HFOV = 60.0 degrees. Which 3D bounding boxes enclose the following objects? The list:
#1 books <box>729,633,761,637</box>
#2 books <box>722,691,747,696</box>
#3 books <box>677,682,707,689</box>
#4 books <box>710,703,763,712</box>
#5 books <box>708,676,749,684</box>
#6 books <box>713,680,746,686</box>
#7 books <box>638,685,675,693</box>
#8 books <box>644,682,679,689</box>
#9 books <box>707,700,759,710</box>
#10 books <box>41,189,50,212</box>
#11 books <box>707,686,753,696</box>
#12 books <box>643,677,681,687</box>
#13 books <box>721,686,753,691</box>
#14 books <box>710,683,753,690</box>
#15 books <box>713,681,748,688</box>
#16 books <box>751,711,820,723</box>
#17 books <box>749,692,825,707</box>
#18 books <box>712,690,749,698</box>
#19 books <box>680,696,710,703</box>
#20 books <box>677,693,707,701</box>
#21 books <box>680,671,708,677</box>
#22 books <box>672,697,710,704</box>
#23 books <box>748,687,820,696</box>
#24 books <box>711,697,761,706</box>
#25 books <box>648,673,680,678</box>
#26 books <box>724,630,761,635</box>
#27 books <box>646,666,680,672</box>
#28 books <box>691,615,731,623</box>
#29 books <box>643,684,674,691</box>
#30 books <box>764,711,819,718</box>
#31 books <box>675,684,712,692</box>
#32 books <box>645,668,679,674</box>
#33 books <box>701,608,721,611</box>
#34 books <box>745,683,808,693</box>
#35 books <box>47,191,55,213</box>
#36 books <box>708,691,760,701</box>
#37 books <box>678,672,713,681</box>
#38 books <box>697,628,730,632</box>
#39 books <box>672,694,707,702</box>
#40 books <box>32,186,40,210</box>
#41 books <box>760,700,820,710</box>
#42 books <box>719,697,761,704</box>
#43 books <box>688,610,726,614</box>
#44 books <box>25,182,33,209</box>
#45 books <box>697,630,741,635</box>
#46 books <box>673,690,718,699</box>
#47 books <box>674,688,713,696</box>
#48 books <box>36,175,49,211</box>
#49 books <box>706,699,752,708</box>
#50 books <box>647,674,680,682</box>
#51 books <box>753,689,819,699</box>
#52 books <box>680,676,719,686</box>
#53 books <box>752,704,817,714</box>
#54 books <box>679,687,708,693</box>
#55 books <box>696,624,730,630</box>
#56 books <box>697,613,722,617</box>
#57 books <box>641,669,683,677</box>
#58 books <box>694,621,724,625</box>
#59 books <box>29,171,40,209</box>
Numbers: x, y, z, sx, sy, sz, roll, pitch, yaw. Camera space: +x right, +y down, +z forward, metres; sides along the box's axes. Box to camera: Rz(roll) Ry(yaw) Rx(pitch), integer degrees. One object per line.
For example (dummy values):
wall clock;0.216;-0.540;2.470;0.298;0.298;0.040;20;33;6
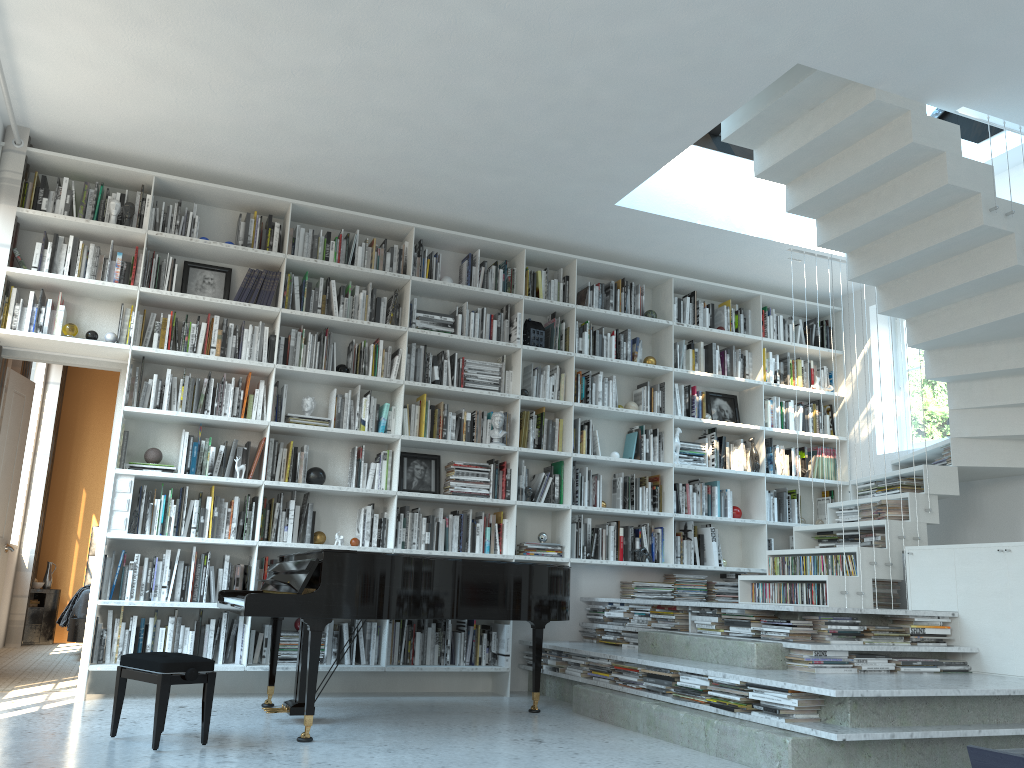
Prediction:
books;1.308;1.371;4.837;0.142;0.020;0.231;6;-14;-17
books;1.072;1.421;4.085;0.131;0.007;0.292;9;-15;-26
books;0.937;1.478;4.350;0.180;0.016;0.183;8;-15;-25
books;1.043;1.481;4.060;0.191;0.016;0.209;6;-14;-17
books;1.053;1.363;4.089;0.182;0.016;0.257;7;-14;-19
books;1.053;1.376;4.086;0.178;0.010;0.196;6;-14;-17
books;0.810;1.586;4.612;0.189;0.009;0.291;7;-14;-19
books;0.819;1.569;4.620;0.177;0.011;0.220;7;-14;-20
books;1.053;1.470;4.067;0.178;0.009;0.277;8;-14;-24
books;-2.840;-1.067;5.404;0.028;0.186;0.182;7;-14;-22
books;1.053;1.409;4.079;0.168;0.013;0.282;9;-15;-27
books;0.822;1.552;4.624;0.160;0.025;0.244;9;-15;-27
books;1.074;1.402;4.090;0.133;0.009;0.210;7;-14;-18
books;1.062;1.393;4.086;0.175;0.006;0.252;8;-14;-22
books;1.072;1.387;4.092;0.133;0.008;0.285;9;-15;-26
books;1.169;1.421;3.789;0.184;0.017;0.230;7;-14;-20
books;1.176;1.351;3.807;0.157;0.027;0.288;9;-15;-27
books;1.063;1.425;4.080;0.150;0.004;0.291;7;-14;-18
books;0.945;1.542;4.340;0.147;0.008;0.237;6;-14;-17
books;0.943;1.528;4.342;0.159;0.009;0.276;7;-14;-19
books;0.951;1.425;4.366;0.157;0.014;0.216;7;-14;-20
books;0.926;1.545;4.331;0.193;0.005;0.225;9;-15;-26
books;1.171;1.317;3.811;0.176;0.010;0.266;9;-15;-26
books;1.061;1.458;4.073;0.170;0.006;0.269;8;-14;-22
books;0.836;1.521;4.637;0.150;0.008;0.218;8;-14;-23
books;1.305;1.357;4.838;0.154;0.007;0.293;7;-14;-19
books;0.832;1.492;4.641;0.160;0.008;0.239;7;-14;-21
books;1.183;1.359;5.124;0.174;0.029;0.250;8;-14;-24
books;0.827;1.580;4.621;0.147;0.008;0.291;9;-15;-26
books;1.197;1.409;3.803;0.132;0.014;0.205;8;-14;-22
books;0.939;1.490;4.348;0.171;0.007;0.261;7;-14;-19
books;0.835;1.499;4.641;0.157;0.007;0.269;8;-14;-22
books;1.200;1.310;5.142;0.134;0.014;0.181;6;-14;-17
books;1.165;1.305;3.811;0.192;0.014;0.257;9;-15;-26
books;-2.823;-1.063;5.439;0.031;0.195;0.145;7;-14;-22
books;1.051;1.433;4.074;0.191;0.015;0.246;7;-14;-21
books;0.951;1.438;4.364;0.139;0.013;0.289;6;-14;-17
books;1.202;1.420;5.120;0.136;0.013;0.258;8;-14;-22
books;0.941;1.535;4.340;0.171;0.005;0.298;8;-14;-23
books;-2.889;-1.077;5.390;0.024;0.194;0.167;7;-14;-22
books;1.194;1.376;3.809;0.137;0.019;0.225;7;-14;-21
books;1.069;1.449;4.078;0.154;0.014;0.197;8;-14;-22
books;1.172;1.320;5.128;0.192;0.014;0.257;9;-15;-26
books;-2.926;-1.094;5.385;0.023;0.222;0.151;7;-14;-22
books;1.193;1.433;5.114;0.132;0.016;0.263;6;-14;-17
books;0.938;1.519;4.341;0.180;0.008;0.268;8;-14;-23
books;0.933;1.508;4.341;0.189;0.013;0.215;8;-14;-24
books;-2.863;-1.111;5.403;0.025;0.268;0.177;7;-14;-22
books;1.047;1.462;4.066;0.191;0.006;0.275;7;-14;-20
books;0.833;1.533;4.633;0.142;0.017;0.240;9;-15;-26
books;1.177;1.330;3.811;0.165;0.015;0.243;7;-14;-18
books;0.952;1.458;4.360;0.141;0.028;0.223;9;-15;-27
books;1.164;1.389;3.793;0.187;0.017;0.206;6;-14;-17
books;0.955;1.500;4.353;0.145;0.010;0.267;8;-14;-23
books;1.187;1.400;5.118;0.167;0.024;0.192;7;-14;-21
books;1.193;1.338;5.133;0.145;0.017;0.209;9;-15;-27
books;0.822;1.508;4.633;0.170;0.014;0.281;8;-15;-25
books;1.177;1.380;5.118;0.178;0.015;0.188;6;-14;-17
books;-2.904;-1.124;5.390;0.014;0.285;0.175;7;-14;-22
